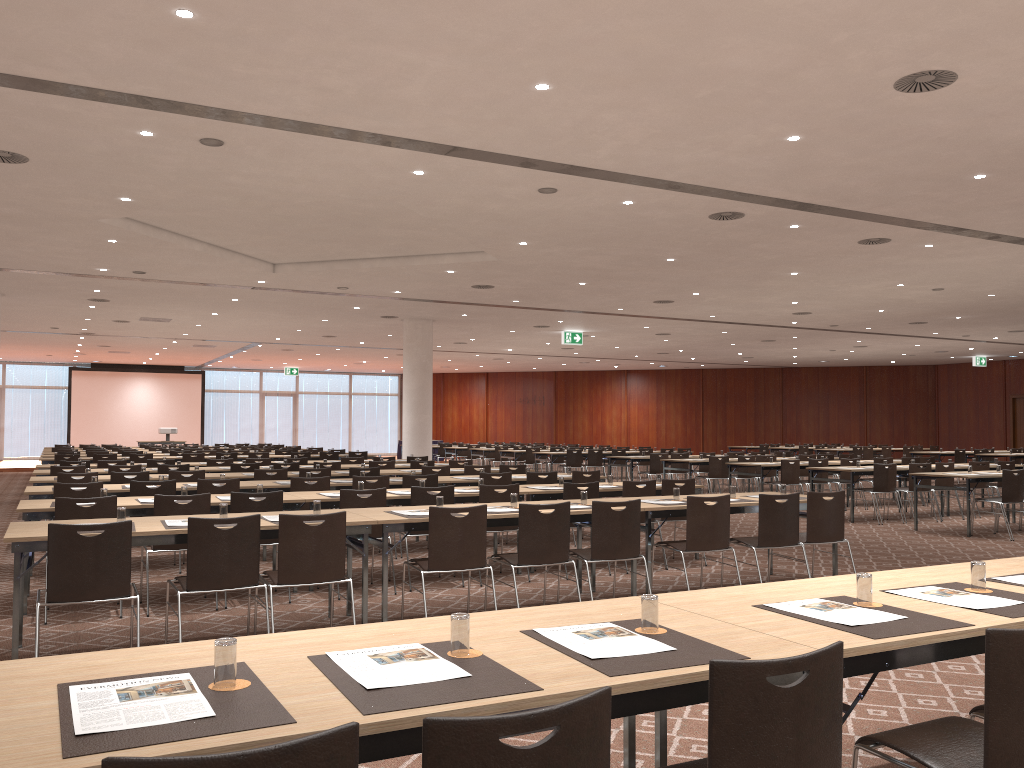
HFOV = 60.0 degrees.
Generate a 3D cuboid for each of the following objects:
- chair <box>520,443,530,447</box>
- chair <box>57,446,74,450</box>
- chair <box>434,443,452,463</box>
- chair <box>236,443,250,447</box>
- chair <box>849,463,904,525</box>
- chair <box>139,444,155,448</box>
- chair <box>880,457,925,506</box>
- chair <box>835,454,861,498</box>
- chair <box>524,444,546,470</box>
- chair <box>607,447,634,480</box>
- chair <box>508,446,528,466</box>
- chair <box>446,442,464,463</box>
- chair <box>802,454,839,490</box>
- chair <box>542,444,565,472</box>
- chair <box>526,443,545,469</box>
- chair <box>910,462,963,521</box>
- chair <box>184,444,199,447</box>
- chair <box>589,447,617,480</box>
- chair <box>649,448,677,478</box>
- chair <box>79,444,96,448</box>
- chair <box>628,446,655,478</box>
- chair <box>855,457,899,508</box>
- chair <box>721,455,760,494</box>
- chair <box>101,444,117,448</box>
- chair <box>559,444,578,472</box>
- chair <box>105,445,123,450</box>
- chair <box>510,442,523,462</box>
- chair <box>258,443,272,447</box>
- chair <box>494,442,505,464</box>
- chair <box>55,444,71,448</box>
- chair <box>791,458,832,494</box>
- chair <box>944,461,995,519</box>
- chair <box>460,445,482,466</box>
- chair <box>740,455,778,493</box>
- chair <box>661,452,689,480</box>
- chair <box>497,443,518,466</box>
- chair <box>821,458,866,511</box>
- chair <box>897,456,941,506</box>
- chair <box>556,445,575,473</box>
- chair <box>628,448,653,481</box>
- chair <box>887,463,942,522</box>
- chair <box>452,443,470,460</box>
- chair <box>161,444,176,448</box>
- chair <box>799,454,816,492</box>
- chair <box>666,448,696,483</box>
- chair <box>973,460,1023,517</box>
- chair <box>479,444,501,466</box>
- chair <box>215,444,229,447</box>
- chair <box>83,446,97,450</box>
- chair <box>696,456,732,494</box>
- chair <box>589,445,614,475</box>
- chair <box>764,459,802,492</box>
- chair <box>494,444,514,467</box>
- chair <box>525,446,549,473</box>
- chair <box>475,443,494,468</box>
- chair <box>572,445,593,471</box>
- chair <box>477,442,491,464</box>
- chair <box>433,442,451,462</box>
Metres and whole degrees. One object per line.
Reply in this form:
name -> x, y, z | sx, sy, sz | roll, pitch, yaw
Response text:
chair -> 0.400, 2.518, 30.807 | 0.536, 0.939, 0.614 | 1, -3, -28
chair -> -12.303, 2.164, 24.396 | 0.536, 0.939, 0.614 | 2, -3, -30
chair -> -2.258, 2.447, 29.528 | 0.536, 0.939, 0.614 | 1, -3, -25
chair -> -8.700, 2.376, 28.503 | 0.536, 0.939, 0.614 | 1, -3, -28
chair -> 5.761, 1.719, 14.032 | 0.536, 0.939, 0.614 | 1, -3, -25
chair -> -11.199, 2.303, 27.167 | 0.536, 0.939, 0.614 | 1, -3, -27
chair -> 7.503, 1.872, 17.047 | 0.536, 0.939, 0.614 | 1, -3, -28
chair -> 7.114, 1.974, 19.179 | 0.536, 0.939, 0.614 | 1, -3, -26
chair -> 0.747, 2.426, 28.895 | 0.536, 0.939, 0.614 | 1, -3, -26
chair -> 3.129, 2.275, 25.625 | 0.536, 0.939, 0.614 | 1, -3, -26
chair -> 0.145, 2.297, 26.269 | 0.536, 0.939, 0.614 | 2, -3, -30
chair -> -2.011, 2.567, 31.971 | 0.536, 0.939, 0.614 | 1, -3, -25
chair -> 6.609, 1.962, 18.967 | 0.536, 0.939, 0.614 | 1, -3, -27
chair -> 1.358, 2.441, 29.143 | 0.536, 0.939, 0.614 | 1, -3, -29
chair -> 0.875, 2.540, 31.210 | 0.536, 0.939, 0.614 | 1, -3, -25
chair -> 6.992, 1.752, 14.618 | 0.536, 0.939, 0.614 | 1, -3, -28
chair -> -10.072, 2.337, 27.795 | 0.536, 0.939, 0.614 | 1, -3, -25
chair -> 2.576, 2.252, 25.182 | 0.536, 0.939, 0.614 | 1, -3, -28
chair -> 4.043, 2.184, 23.689 | 0.536, 0.939, 0.614 | 1, -3, -28
chair -> -12.677, 2.263, 26.452 | 0.536, 0.939, 0.614 | 1, -3, -26
chair -> 3.767, 2.285, 25.796 | 0.536, 0.939, 0.614 | 1, -3, -28
chair -> 6.885, 1.858, 16.812 | 0.536, 0.939, 0.614 | 1, -3, -27
chair -> 4.597, 1.899, 17.798 | 0.536, 0.939, 0.614 | 1, -3, -27
chair -> -12.127, 2.275, 26.649 | 0.536, 0.939, 0.614 | 2, -3, -29
chair -> 1.949, 2.453, 29.356 | 0.536, 0.939, 0.614 | 1, -3, -26
chair -> -11.193, 2.194, 24.921 | 0.536, 0.939, 0.614 | 1, -3, -25
chair -> 0.048, 2.618, 32.874 | 0.536, 0.939, 0.614 | 1, -3, -28
chair -> -8.042, 2.391, 28.756 | 0.536, 0.939, 0.614 | 1, -3, -25
chair -> -0.530, 2.606, 32.668 | 0.536, 0.939, 0.614 | 2, -3, -30
chair -> -13.231, 2.245, 26.120 | 0.536, 0.939, 0.614 | 1, -3, -25
chair -> 5.477, 1.821, 16.134 | 0.536, 0.939, 0.614 | 1, -3, -27
chair -> 7.756, 1.776, 15.060 | 0.536, 0.939, 0.614 | 1, -3, -28
chair -> -1.276, 2.369, 27.851 | 0.536, 0.939, 0.614 | 1, -3, -28
chair -> 5.068, 1.919, 18.172 | 0.536, 0.939, 0.614 | 1, -3, -25
chair -> 3.644, 1.985, 19.639 | 0.536, 0.939, 0.614 | 2, -3, -30
chair -> -0.146, 2.507, 30.617 | 0.536, 0.939, 0.614 | 1, -3, -29
chair -> 6.077, 1.831, 16.312 | 0.536, 0.939, 0.614 | 1, -3, -27
chair -> 8.008, 1.893, 17.439 | 0.536, 0.939, 0.614 | 1, -3, -25
chair -> 1.637, 2.339, 27.038 | 0.536, 0.939, 0.614 | 1, -3, -25
chair -> 3.470, 2.175, 23.552 | 0.536, 0.939, 0.614 | 1, -3, -27
chair -> 6.460, 1.733, 14.261 | 0.536, 0.939, 0.614 | 1, -3, -24
chair -> -1.678, 2.467, 29.893 | 0.536, 0.939, 0.614 | 1, -3, -26
chair -> -10.636, 2.317, 27.419 | 0.536, 0.939, 0.614 | 1, -3, -28
chair -> 6.088, 1.941, 18.567 | 0.536, 0.939, 0.614 | 2, -3, -29
chair -> 4.580, 2.204, 24.057 | 0.536, 0.939, 0.614 | 1, -3, -24
chair -> 8.425, 1.793, 15.357 | 0.536, 0.939, 0.614 | 1, -3, -28
chair -> -0.685, 2.378, 27.998 | 0.536, 0.939, 0.614 | 1, -3, -26
chair -> -9.245, 2.356, 28.135 | 0.536, 0.939, 0.614 | 1, -3, -29
chair -> -11.693, 2.177, 24.624 | 0.536, 0.939, 0.614 | 1, -3, -28
chair -> 4.027, 1.887, 17.588 | 0.536, 0.939, 0.614 | 1, -3, -26
chair -> 2.796, 2.375, 27.702 | 0.536, 0.939, 0.614 | 1, -3, -29
chair -> 4.832, 1.800, 15.753 | 0.536, 0.939, 0.614 | 2, -3, -29
chair -> -0.193, 2.396, 28.343 | 0.536, 0.939, 0.614 | 2, -3, -30
chair -> 0.753, 2.309, 26.491 | 0.536, 0.939, 0.614 | 2, -3, -29
chair -> -0.969, 2.479, 30.101 | 0.536, 0.939, 0.614 | 1, -3, -29
chair -> 2.229, 2.351, 27.252 | 0.536, 0.939, 0.614 | 1, -3, -25
chair -> -1.131, 2.584, 32.266 | 0.536, 0.939, 0.614 | 2, -3, -30
chair -> -2.504, 2.550, 31.650 | 0.536, 0.939, 0.614 | 2, -3, -29
